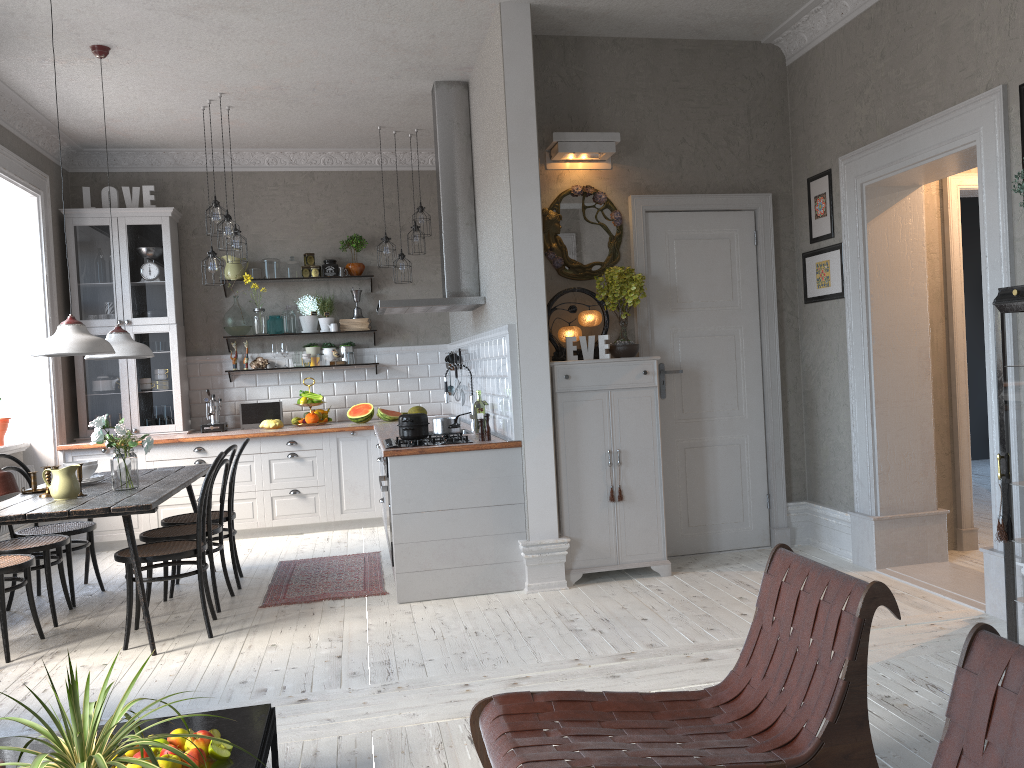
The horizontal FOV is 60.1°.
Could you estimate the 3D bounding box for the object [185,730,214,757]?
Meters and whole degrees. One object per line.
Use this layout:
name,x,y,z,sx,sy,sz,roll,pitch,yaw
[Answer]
object,-0.826,0.954,2.347,0.074,0.064,0.076,-3,1,20

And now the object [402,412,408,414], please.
object,-0.981,0.285,7.883,0.117,0.073,0.204,-2,2,42

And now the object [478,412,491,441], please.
object,-0.160,0.246,5.143,0.073,0.167,0.035,-3,1,-12

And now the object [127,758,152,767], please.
object,-0.926,0.961,2.193,0.070,0.066,0.070,-3,1,4

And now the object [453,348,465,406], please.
object,-0.423,-0.051,6.846,0.082,0.443,0.326,-3,1,-10

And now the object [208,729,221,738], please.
object,-0.830,0.966,2.424,0.047,0.037,0.067,-3,1,16

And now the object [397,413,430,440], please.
object,-0.571,0.246,5.137,0.194,0.147,0.189,-4,1,-31

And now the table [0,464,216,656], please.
table,-2.275,0.940,4.989,0.912,0.735,1.903,-3,1,-10

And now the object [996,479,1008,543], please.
object,1.752,0.455,3.180,0.044,0.234,0.041,-2,2,35

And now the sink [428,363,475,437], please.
sink,-0.492,0.223,5.954,0.533,0.720,0.482,-3,1,-11

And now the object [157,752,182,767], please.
object,-0.865,0.959,2.229,0.060,0.063,0.063,-3,1,20

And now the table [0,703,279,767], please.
table,-1.023,1.154,1.986,0.856,0.303,1.299,-3,1,-11

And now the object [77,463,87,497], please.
object,-2.237,0.497,4.588,0.059,0.167,0.059,-3,1,2

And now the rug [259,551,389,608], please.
rug,-1.172,1.225,5.655,0.742,0.014,1.278,-3,1,-10

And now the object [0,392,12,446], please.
object,-3.757,0.041,6.358,0.257,0.813,0.263,-3,1,16

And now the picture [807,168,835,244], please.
picture,1.909,-1.093,5.481,0.012,0.416,0.280,-3,1,-10

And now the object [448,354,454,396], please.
object,-0.541,-0.088,7.718,0.077,0.379,0.082,-3,1,-11

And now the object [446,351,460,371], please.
object,-0.472,-0.190,7.208,0.108,0.161,0.137,-3,1,6

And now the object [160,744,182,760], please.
object,-0.881,0.961,2.290,0.057,0.058,0.057,-4,1,-20

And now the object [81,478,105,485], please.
object,-2.485,0.569,5.118,0.236,0.027,0.238,-3,1,7

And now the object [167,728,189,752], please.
object,-0.893,0.958,2.381,0.061,0.062,0.062,-4,1,-30

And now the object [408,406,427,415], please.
object,-0.839,0.254,7.863,0.129,0.119,0.208,-2,2,42

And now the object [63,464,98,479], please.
object,-2.488,0.516,5.116,0.182,0.094,0.177,-4,1,-20

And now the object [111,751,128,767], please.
object,-1.006,0.965,2.237,0.067,0.066,0.070,-3,1,-6

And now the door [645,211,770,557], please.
door,1.266,-0.011,5.676,0.758,2.183,0.079,-3,1,-13

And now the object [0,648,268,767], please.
object,-0.927,0.797,1.974,0.728,0.420,0.666,-3,1,7

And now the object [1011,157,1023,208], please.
object,1.910,-0.601,2.937,0.413,0.506,0.399,-3,1,5

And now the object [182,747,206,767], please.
object,-0.812,0.958,2.264,0.057,0.058,0.056,-3,1,13

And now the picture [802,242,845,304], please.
picture,1.931,-0.679,5.493,0.014,0.331,0.485,-3,1,-10

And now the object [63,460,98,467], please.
object,-2.489,0.496,5.116,0.182,0.094,0.177,-4,1,-20

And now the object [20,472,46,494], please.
object,-2.622,0.539,4.857,0.142,0.112,0.137,-4,1,-29

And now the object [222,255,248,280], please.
object,-2.422,-1.011,7.746,0.190,0.216,0.173,-3,1,3

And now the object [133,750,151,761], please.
object,-0.943,0.966,2.260,0.059,0.056,0.059,-4,1,-24

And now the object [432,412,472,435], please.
object,-0.345,0.236,5.418,0.299,0.134,0.177,-3,1,23

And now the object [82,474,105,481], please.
object,-2.486,0.552,5.117,0.235,0.027,0.239,-3,1,12

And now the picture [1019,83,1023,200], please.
picture,2.248,-0.949,3.602,0.020,0.677,0.455,-3,1,-10

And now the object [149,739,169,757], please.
object,-0.928,0.963,2.328,0.060,0.058,0.063,-2,1,34

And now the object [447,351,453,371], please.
object,-0.485,-0.192,7.334,0.109,0.161,0.136,-3,1,-9

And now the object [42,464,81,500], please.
object,-2.277,0.499,4.495,0.133,0.170,0.153,-2,2,40

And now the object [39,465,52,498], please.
object,-2.437,0.504,4.654,0.098,0.172,0.094,-4,1,-30

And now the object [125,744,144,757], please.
object,-0.988,0.967,2.306,0.058,0.058,0.057,-4,1,-28

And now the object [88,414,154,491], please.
object,-2.083,0.361,4.743,0.315,0.414,0.249,-3,1,-13

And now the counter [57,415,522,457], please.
counter,-1.789,0.411,6.334,3.189,0.039,3.361,-3,1,-11

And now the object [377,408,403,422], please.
object,-1.049,0.266,7.691,0.228,0.127,0.146,-4,1,-29

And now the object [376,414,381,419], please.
object,-1.115,0.294,7.952,0.200,0.067,0.102,-3,1,-5

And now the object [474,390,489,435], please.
object,-0.193,0.182,5.673,0.090,0.282,0.081,-3,1,-11

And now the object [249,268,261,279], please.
object,-2.271,-0.967,7.837,0.104,0.111,0.102,-3,1,-11

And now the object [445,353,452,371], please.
object,-0.507,-0.193,7.460,0.108,0.161,0.137,-3,1,1

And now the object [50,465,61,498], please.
object,-2.365,0.501,4.596,0.061,0.172,0.062,-3,1,10

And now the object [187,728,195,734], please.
object,-0.896,0.970,2.451,0.048,0.036,0.061,-3,1,0

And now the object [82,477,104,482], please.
object,-2.486,0.560,5.118,0.242,0.027,0.232,-4,2,-43

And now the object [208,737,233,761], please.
object,-0.766,0.957,2.321,0.059,0.053,0.059,-3,1,-5
